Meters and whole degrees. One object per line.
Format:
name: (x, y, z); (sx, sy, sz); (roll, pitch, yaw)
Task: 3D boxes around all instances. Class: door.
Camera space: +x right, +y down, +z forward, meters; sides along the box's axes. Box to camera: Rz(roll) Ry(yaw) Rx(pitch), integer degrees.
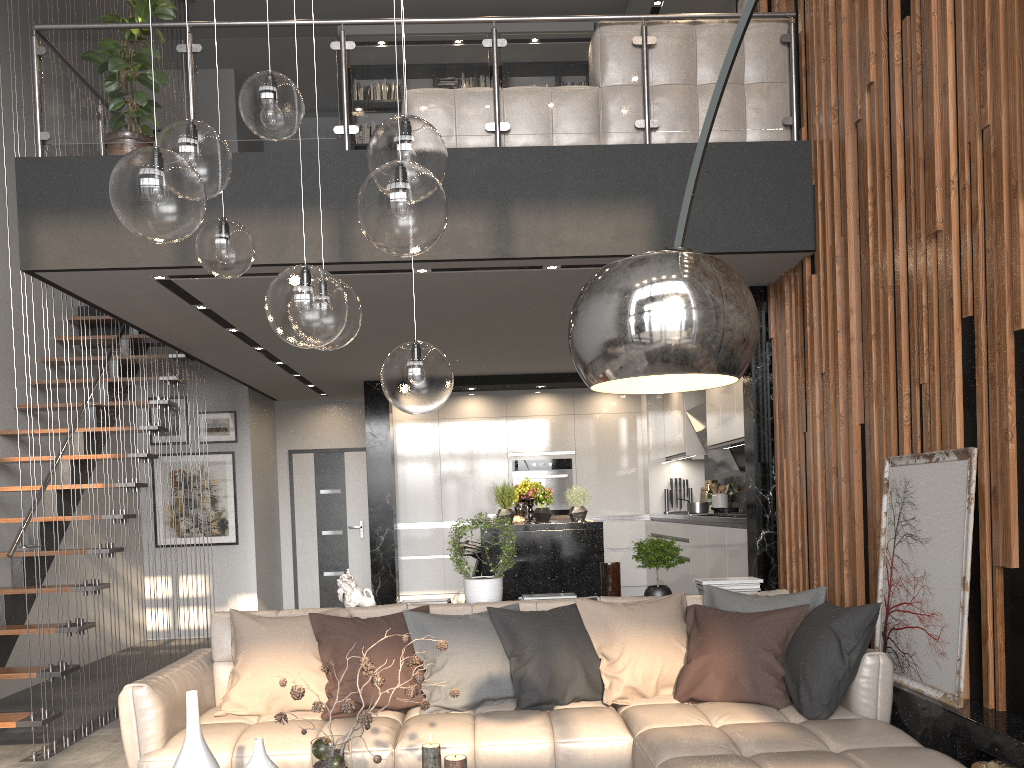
door: (-2.158, 1.818, 10.551); (0.974, 2.082, 0.169); (-2, 1, -2)

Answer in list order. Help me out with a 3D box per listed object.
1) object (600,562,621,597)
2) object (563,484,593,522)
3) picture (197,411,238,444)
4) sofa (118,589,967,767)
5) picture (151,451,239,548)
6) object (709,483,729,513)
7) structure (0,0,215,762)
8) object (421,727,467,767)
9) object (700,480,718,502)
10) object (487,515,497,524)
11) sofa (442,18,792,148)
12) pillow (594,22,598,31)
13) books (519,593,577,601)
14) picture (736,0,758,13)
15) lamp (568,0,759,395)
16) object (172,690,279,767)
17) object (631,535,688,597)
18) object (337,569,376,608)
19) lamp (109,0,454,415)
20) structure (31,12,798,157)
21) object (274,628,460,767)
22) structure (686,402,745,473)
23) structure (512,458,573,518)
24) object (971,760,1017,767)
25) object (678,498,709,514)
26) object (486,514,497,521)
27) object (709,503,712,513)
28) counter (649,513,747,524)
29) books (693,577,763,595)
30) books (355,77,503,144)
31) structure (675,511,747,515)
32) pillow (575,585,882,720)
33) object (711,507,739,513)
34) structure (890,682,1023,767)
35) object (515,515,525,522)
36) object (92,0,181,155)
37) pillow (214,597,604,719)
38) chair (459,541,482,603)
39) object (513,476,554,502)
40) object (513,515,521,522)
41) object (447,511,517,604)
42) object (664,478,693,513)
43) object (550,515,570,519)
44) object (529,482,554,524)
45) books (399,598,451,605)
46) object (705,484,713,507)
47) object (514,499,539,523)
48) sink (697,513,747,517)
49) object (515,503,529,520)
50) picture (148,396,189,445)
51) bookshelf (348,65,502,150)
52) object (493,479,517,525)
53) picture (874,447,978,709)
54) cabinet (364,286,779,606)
object: (0.543, 1.109, 4.798); (0.109, 0.268, 0.109); (-2, 0, 3)
object: (0.502, 0.897, 6.588); (0.221, 0.284, 0.211); (-2, -2, 11)
picture: (-3.123, 0.459, 9.279); (0.410, 0.334, 0.025); (-2, 1, -2)
sofa: (0.004, 1.391, 3.649); (3.242, 0.817, 1.890); (-2, -6, -2)
picture: (-3.361, 1.225, 9.284); (0.871, 0.994, 0.025); (-2, 1, -2)
object: (1.999, 1.085, 8.407); (0.175, 0.304, 0.158); (-2, -1, 1)
structure: (-3.293, -0.643, 6.442); (1.178, 6.046, 3.605); (-2, -1, -2)
object: (-0.226, 1.252, 2.919); (0.153, 0.211, 0.077); (-2, 0, 8)
object: (2.024, 1.158, 9.033); (0.097, 0.329, 0.403); (-2, -4, -2)
object: (-0.146, 1.077, 6.950); (0.155, 0.070, 0.156); (2, -8, -33)
sofa: (0.463, -1.524, 6.013); (2.276, 0.780, 2.305); (-2, -7, -2)
pillow: (0.969, -1.817, 5.698); (0.764, 0.545, 1.389); (-5, -7, 28)
books: (0.186, 1.205, 4.798); (0.325, 0.099, 0.206); (-2, -6, -2)
picture: (1.986, -3.072, 7.122); (0.025, 0.653, 0.998); (-2, -5, -2)
lamp: (0.641, 0.212, 0.735); (0.319, 2.331, 2.045); (-3, -2, -26)
object: (-0.908, 1.157, 2.740); (0.316, 0.398, 0.320); (-3, -2, 17)
object: (0.801, 1.031, 4.811); (0.271, 0.408, 0.311); (-1, -2, -42)
object: (-0.835, 1.143, 4.739); (0.207, 0.290, 0.135); (-3, 0, 17)
lamp: (-0.684, -2.426, 2.512); (1.231, 4.997, 1.229); (-2, 1, -5)
structure: (-0.561, -1.408, 6.476); (4.219, 0.738, 3.403); (-2, -7, -2)
object: (-0.402, 1.021, 2.607); (0.541, 0.603, 0.318); (0, -1, -31)
structure: (1.882, 0.294, 8.004); (0.413, 1.030, 0.740); (-2, -2, -2)
structure: (0.328, 1.179, 9.838); (0.655, 0.631, 0.655); (-2, -3, -2)
object: (1.903, 1.235, 1.238); (0.435, 0.388, 4.070); (-2, -8, -1)
object: (1.719, 1.148, 8.245); (0.200, 0.153, 0.351); (-1, -6, -12)
object: (-0.191, 1.247, 8.170); (0.155, 0.070, 0.156); (2, -8, -33)
object: (1.978, 1.190, 8.657); (0.180, 0.162, 0.274); (-2, -5, -2)
counter: (1.829, 1.151, 7.593); (0.610, 0.040, 3.484); (-2, -8, -2)
books: (1.181, 1.142, 4.783); (0.332, 0.150, 0.201); (-2, -5, -2)
books: (0.146, -2.010, 9.012); (3.437, 2.332, 0.212); (-2, 1, -2)
structure: (1.813, 1.190, 8.022); (0.509, 0.060, 0.605); (-2, -8, -2)
pillow: (0.993, 1.238, 4.058); (1.389, 0.547, 0.763); (-6, -6, 28)
object: (1.873, 1.130, 7.860); (0.351, 0.060, 0.234); (1, -8, -24)
structure: (2.030, 1.331, 2.432); (0.667, 0.456, 6.583); (-2, -8, -2)
object: (0.038, 1.108, 7.199); (0.131, 0.060, 0.070); (-2, -4, -2)
object: (-2.168, -1.906, 5.046); (0.775, 1.469, 0.527); (-2, 0, 18)
pillow: (-0.397, 1.289, 4.112); (1.940, 0.499, 0.546); (-2, -4, -3)
chair: (-0.266, 1.740, 7.532); (0.434, 0.733, 1.741); (-2, -6, -2)
object: (0.148, 0.839, 6.928); (0.347, 0.215, 0.321); (-2, -5, -5)
object: (0.026, 1.101, 7.146); (0.074, 0.059, 0.060); (-4, -4, 19)
object: (-0.161, 0.979, 4.767); (0.384, 0.576, 0.216); (-1, 0, -21)
object: (1.761, 1.180, 9.258); (0.322, 0.373, 0.066); (-2, 1, -2)
object: (0.395, 1.270, 8.351); (0.290, 0.030, 0.404); (-2, -8, -3)
object: (0.223, 0.888, 6.552); (0.179, 0.312, 0.172); (-2, -1, 9)
books: (-0.467, 1.231, 4.778); (0.348, 0.100, 0.195); (-2, -6, -2)
object: (1.982, 1.141, 8.736); (0.089, 0.283, 0.081); (-2, 1, -2)
object: (0.147, 1.004, 6.923); (0.367, 0.187, 0.370); (3, -8, -38)
sink: (1.861, 0.944, 7.016); (0.498, 0.545, 1.121); (-2, -6, -2)
object: (0.118, 1.154, 8.351); (0.150, 0.283, 0.201); (-2, -2, -19)
picture: (-3.625, 0.389, 9.259); (0.410, 0.506, 0.025); (-2, 1, -2)
bookshelf: (0.147, -1.964, 9.022); (3.519, 2.518, 0.248); (-2, 1, -2)
object: (-0.040, 0.871, 6.563); (0.197, 0.369, 0.186); (-3, -1, 43)
picture: (1.720, 0.788, 3.686); (0.101, 0.997, 0.731); (-2, -2, -2)
cabinet: (0.306, 0.722, 7.668); (3.619, 3.232, 6.249); (-2, -6, -2)
